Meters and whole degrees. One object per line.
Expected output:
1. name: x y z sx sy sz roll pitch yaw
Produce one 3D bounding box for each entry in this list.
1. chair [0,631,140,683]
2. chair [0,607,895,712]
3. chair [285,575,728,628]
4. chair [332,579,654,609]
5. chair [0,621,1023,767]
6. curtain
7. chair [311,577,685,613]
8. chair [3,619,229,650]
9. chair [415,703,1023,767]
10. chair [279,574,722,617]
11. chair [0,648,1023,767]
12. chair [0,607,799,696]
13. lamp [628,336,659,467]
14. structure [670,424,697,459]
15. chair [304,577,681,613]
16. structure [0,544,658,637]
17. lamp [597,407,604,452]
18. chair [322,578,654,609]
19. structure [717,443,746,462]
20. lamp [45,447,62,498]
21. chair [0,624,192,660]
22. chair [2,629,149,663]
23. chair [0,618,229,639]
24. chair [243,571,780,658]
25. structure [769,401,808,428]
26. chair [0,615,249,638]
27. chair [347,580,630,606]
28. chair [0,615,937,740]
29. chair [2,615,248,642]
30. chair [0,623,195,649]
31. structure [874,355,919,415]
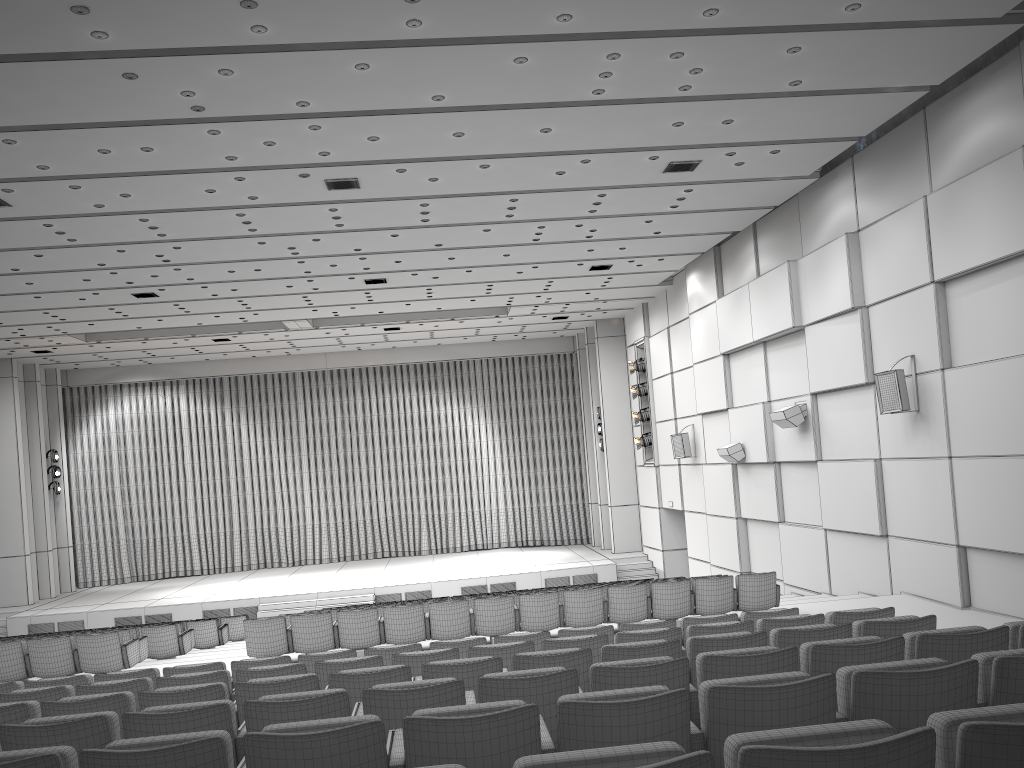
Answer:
1. chair: -7.840 3.462 10.327 6.597 0.620 0.614 -4 -3 -5
2. chair: -3.874 2.494 6.332 13.744 0.620 0.614 -4 -3 -5
3. chair: 0.023 3.150 12.086 6.047 0.620 0.614 -4 -3 -5
4. chair: -0.289 4.166 16.460 6.047 0.620 0.614 -4 -3 -5
5. chair: -3.718 1.986 4.145 13.744 0.620 0.614 -4 -3 -5
6. curtain: -5.506 2.464 28.231 16.123 6.506 1.433 -4 -1 -5
7. chair: -0.133 3.658 14.273 6.047 0.620 0.614 -4 -3 -5
8. chair: -8.152 4.478 14.701 6.597 0.620 0.614 -4 -3 -5
9. chair: -3.562 1.478 1.958 13.744 0.620 0.614 -4 -3 -5
10. chair: -0.072 3.405 13.178 6.597 0.620 0.614 -4 -3 -5
11. chair: -3.667 1.734 3.050 13.194 0.620 0.614 -4 -3 -5
12. chair: -3.979 2.749 7.423 13.194 0.620 0.614 -4 -3 -5
13. lamp: 3.477 0.490 23.005 0.755 3.333 1.024 -4 -1 -9
14. structure: 3.841 1.291 19.790 0.410 0.742 0.410 -6 -3 42
15. chair: -0.228 3.913 15.365 6.597 0.620 0.614 -4 -3 -5
16. structure: -4.915 5.829 25.039 17.811 0.843 8.348 -4 -5 -5
17. lamp: 2.671 1.297 25.493 0.436 1.475 0.386 -4 -1 -9
18. chair: -0.384 4.421 17.552 6.597 0.620 0.614 -4 -3 -5
19. structure: 4.269 1.293 17.043 0.470 0.416 0.522 -4 -4 -8
20. lamp: -13.186 2.533 25.363 0.436 1.475 0.386 -4 -1 0
21. chair: -7.996 3.970 12.514 6.597 0.620 0.614 -4 -3 -5
22. chair: -7.901 3.715 11.422 6.047 0.620 0.614 -4 -3 -5
23. chair: -8.213 4.730 15.796 6.047 0.620 0.614 -4 -3 -5
24. chair: 0.085 2.898 10.991 6.597 0.620 0.614 -4 -3 -5
25. structure: 4.564 0.509 14.542 0.470 0.416 0.522 -4 -4 -9
26. chair: -8.335 5.236 17.992 6.047 0.620 0.614 -4 -3 -5
27. chair: -0.411 4.672 18.656 6.047 0.620 0.614 -4 -3 -5
28. chair: -3.823 2.242 5.237 13.194 0.620 0.614 -4 -3 -5
29. chair: -8.308 4.986 16.888 6.597 0.620 0.614 -4 -3 -5
30. chair: -8.057 4.223 13.609 6.047 0.620 0.614 -4 -3 -5
31. structure: 4.990 0.012 11.487 0.410 0.742 0.410 -6 -3 42
